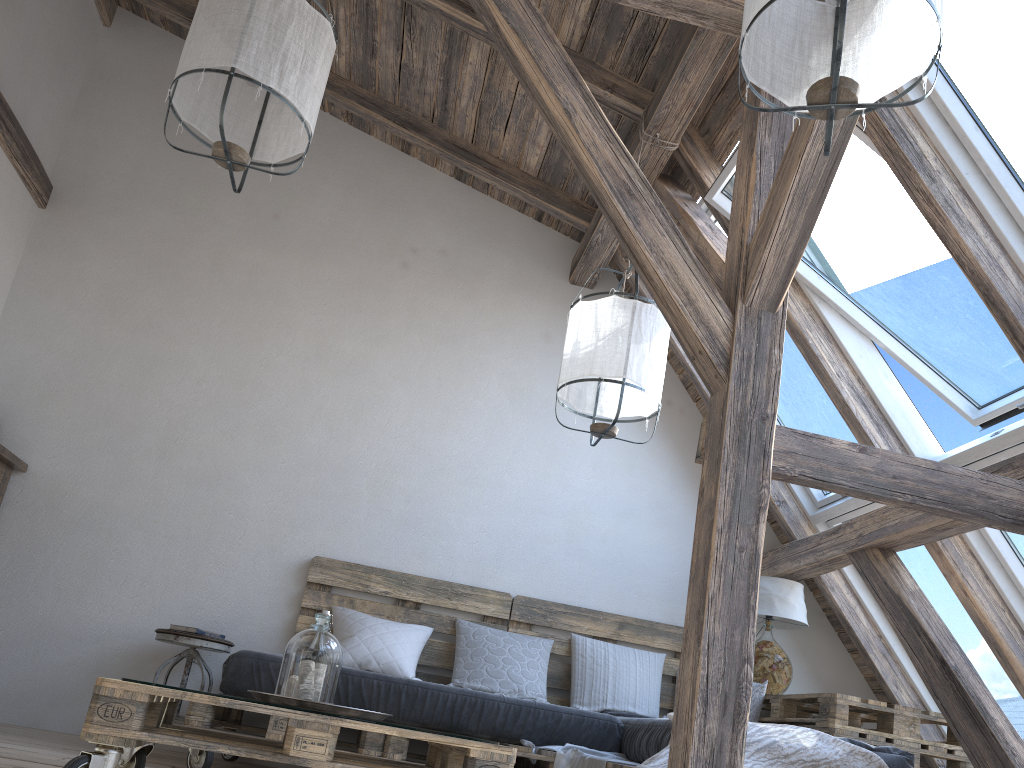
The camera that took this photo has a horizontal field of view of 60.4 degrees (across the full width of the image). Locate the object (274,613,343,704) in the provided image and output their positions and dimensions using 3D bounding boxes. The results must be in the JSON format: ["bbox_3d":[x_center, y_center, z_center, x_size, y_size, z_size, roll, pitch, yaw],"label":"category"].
[{"bbox_3d":[-0.527,0.731,2.333,0.159,0.238,0.157,24,-22,-36],"label":"object"}]

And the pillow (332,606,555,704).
[{"bbox_3d":[-0.331,1.245,4.126,1.133,0.343,0.362,13,-19,-7],"label":"pillow"}]

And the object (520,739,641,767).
[{"bbox_3d":[0.356,1.517,3.298,0.511,0.267,0.726,18,-22,-21],"label":"object"}]

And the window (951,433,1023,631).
[{"bbox_3d":[2.193,0.848,3.118,1.100,1.233,0.883,12,-18,-7],"label":"window"}]

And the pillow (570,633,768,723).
[{"bbox_3d":[0.734,1.485,4.300,0.965,0.386,0.401,7,-19,9],"label":"pillow"}]

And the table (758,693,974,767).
[{"bbox_3d":[1.488,1.830,4.015,0.677,0.677,1.051,12,-20,-6],"label":"table"}]

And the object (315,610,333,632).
[{"bbox_3d":[-0.554,0.779,2.494,0.071,0.258,0.159,12,-18,-6],"label":"object"}]

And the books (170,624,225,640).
[{"bbox_3d":[-1.415,1.118,3.960,0.149,0.020,0.213,1,-23,20],"label":"books"}]

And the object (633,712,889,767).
[{"bbox_3d":[0.766,1.228,2.621,0.809,0.457,1.049,2,-22,21],"label":"object"}]

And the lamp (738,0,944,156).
[{"bbox_3d":[0.770,-1.170,2.001,0.415,1.259,0.406,20,-19,-29],"label":"lamp"}]

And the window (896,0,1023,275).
[{"bbox_3d":[1.582,-0.787,2.425,1.100,1.233,0.883,12,-18,-7],"label":"window"}]

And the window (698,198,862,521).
[{"bbox_3d":[1.260,-0.132,4.184,1.100,1.233,0.883,12,-18,-7],"label":"window"}]

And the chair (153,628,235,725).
[{"bbox_3d":[-1.470,1.371,3.908,0.354,0.502,0.366,11,-18,-3],"label":"chair"}]

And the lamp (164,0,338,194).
[{"bbox_3d":[-0.723,-1.124,2.656,0.408,1.046,0.413,-1,-20,33],"label":"lamp"}]

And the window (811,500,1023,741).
[{"bbox_3d":[2.032,1.175,3.997,1.100,1.233,0.883,12,-18,-7],"label":"window"}]

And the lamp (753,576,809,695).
[{"bbox_3d":[1.140,1.673,4.538,0.394,1.240,0.842,16,-19,-20],"label":"lamp"}]

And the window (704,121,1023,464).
[{"bbox_3d":[1.466,-0.450,3.311,1.354,1.233,0.883,12,-18,-7],"label":"window"}]

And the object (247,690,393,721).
[{"bbox_3d":[-0.518,0.873,2.381,0.394,0.021,0.411,5,-22,12],"label":"object"}]

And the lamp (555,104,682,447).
[{"bbox_3d":[0.467,-0.496,3.532,0.400,1.465,0.421,-1,-19,33],"label":"lamp"}]

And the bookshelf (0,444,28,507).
[{"bbox_3d":[-2.435,0.599,3.255,0.349,1.132,1.679,12,-20,-6],"label":"bookshelf"}]
